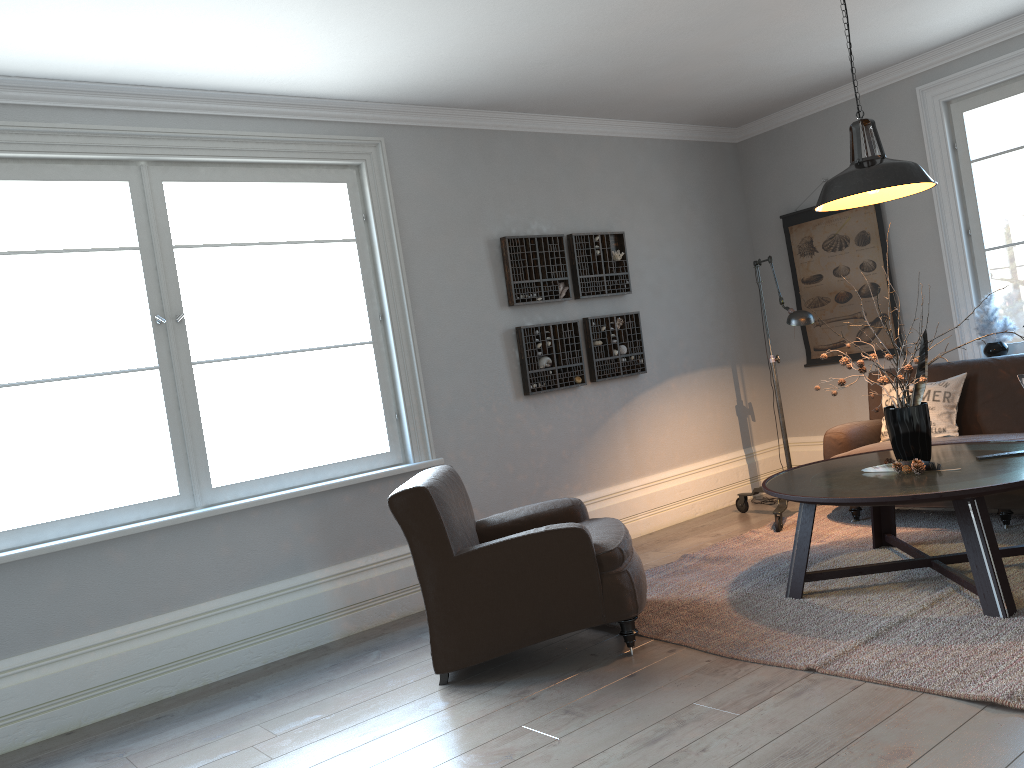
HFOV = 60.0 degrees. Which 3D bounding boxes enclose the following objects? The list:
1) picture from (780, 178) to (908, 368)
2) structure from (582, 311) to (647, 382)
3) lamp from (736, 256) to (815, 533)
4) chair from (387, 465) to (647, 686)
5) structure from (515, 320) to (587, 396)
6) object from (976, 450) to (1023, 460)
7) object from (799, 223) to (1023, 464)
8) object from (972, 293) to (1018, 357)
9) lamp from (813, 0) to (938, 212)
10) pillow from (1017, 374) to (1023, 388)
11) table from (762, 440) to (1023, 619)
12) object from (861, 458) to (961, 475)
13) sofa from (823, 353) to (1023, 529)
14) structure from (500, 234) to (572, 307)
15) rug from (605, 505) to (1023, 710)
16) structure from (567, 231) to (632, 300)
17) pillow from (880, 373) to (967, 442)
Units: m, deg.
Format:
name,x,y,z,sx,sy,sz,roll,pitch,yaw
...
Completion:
name,x,y,z,sx,sy,sz,roll,pitch,yaw
picture,2.307,-0.806,6.252,0.057,1.313,0.792,-9,0,-38
structure,0.676,-0.247,5.770,0.468,0.416,0.086,-9,0,-38
lamp,1.787,0.007,5.772,0.797,1.644,1.864,-9,0,0
chair,0.062,0.724,3.823,0.970,0.795,0.807,-9,0,3
structure,0.247,-0.167,5.435,0.468,0.416,0.086,-9,0,-38
object,2.079,0.299,3.752,0.207,0.011,0.051,-9,0,12
object,1.672,-0.168,3.702,0.853,1.066,0.525,-9,0,23
object,2.941,-0.355,5.444,0.247,0.424,0.262,-9,0,-2
lamp,1.472,-1.332,3.819,0.504,1.076,0.504,-9,0,10
pillow,2.835,0.095,4.501,0.159,0.347,0.472,-9,0,-40
table,1.785,0.604,3.826,1.300,0.503,1.299,-10,1,-45
object,1.679,0.342,3.757,0.153,0.067,0.404,-9,0,-20
sofa,2.722,0.271,4.571,0.969,0.824,2.164,-9,0,-38
structure,0.146,-0.700,5.441,0.468,0.416,0.099,-9,0,-38
rug,1.862,0.789,3.825,2.401,0.090,2.817,-10,1,-37
structure,0.579,-0.775,5.750,0.468,0.416,0.105,-9,0,-38
pillow,2.378,0.151,5.165,0.240,0.368,0.519,-9,0,-38
